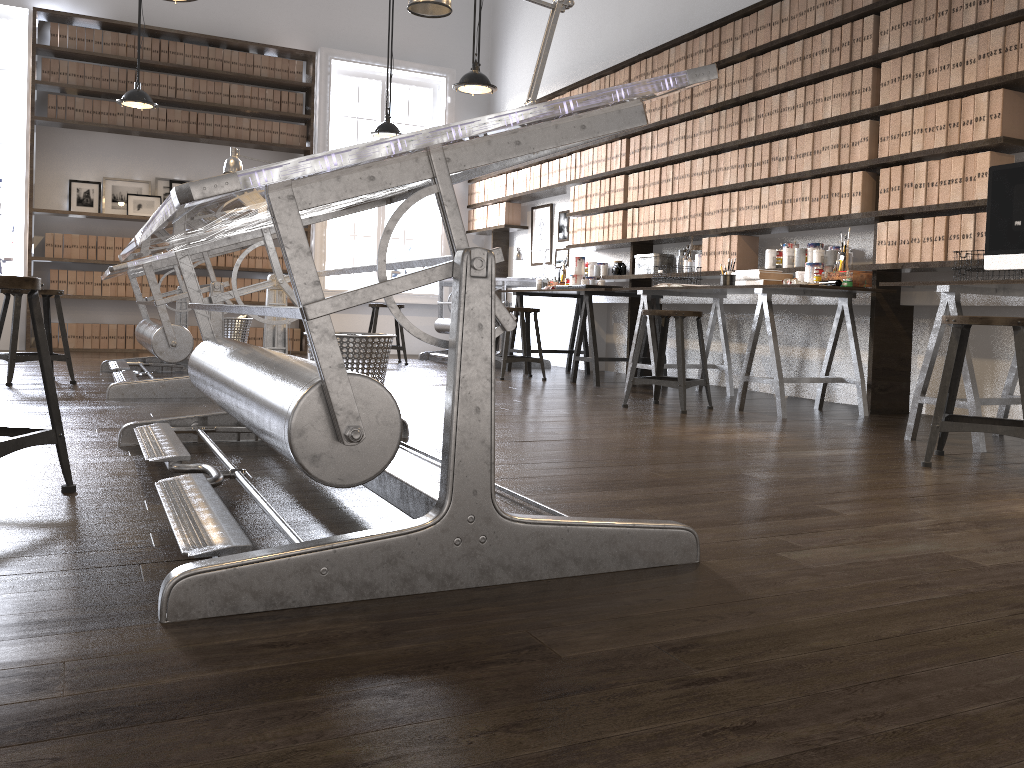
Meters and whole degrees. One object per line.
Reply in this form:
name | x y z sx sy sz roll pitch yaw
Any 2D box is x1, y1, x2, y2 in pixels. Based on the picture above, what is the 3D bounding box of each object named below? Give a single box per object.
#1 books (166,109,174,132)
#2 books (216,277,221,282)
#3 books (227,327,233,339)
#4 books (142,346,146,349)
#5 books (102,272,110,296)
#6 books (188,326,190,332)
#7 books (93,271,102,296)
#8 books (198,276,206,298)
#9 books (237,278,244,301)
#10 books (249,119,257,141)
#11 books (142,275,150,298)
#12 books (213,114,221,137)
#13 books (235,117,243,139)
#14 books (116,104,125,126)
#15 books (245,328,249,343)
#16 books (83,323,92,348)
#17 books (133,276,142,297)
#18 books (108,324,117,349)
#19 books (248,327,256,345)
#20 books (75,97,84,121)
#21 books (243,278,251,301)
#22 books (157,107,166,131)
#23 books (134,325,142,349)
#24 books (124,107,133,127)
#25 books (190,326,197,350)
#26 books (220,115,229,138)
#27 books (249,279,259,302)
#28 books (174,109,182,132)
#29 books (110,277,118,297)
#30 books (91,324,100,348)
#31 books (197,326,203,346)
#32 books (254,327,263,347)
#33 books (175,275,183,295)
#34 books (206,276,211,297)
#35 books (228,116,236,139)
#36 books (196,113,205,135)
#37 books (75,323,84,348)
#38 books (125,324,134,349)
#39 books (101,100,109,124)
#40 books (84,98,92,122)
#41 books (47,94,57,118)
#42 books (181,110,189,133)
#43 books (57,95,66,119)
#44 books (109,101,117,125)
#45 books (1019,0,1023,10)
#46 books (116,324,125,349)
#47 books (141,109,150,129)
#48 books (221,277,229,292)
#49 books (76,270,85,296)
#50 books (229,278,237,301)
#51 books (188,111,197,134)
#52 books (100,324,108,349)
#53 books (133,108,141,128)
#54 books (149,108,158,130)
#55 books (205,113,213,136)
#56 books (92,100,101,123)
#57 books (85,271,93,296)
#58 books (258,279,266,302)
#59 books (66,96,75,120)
books | -3.236 -2.472 8.370 0.067 0.225 0.175 1 3 -26
books | -2.877 -0.927 8.613 0.067 0.225 0.175 1 3 -26
books | -2.767 -0.447 8.691 0.066 0.225 0.175 1 3 -26
books | -3.457 -0.444 8.357 0.066 0.225 0.175 1 3 -26
books | -3.755 -0.923 8.190 0.066 0.225 0.175 1 3 -26
books | -3.138 -0.445 8.511 0.066 0.225 0.175 1 3 -26
books | -3.819 -0.923 8.157 0.067 0.225 0.175 1 3 -26
books | -3.003 -0.927 8.557 0.066 0.225 0.175 1 3 -26
books | -2.687 -0.928 8.713 0.066 0.225 0.175 1 3 -26
books | -2.553 -2.475 8.704 0.067 0.225 0.175 1 3 -26
books | -3.450 -0.925 8.337 0.066 0.225 0.175 1 3 -26
books | -2.862 -2.474 8.559 0.066 0.225 0.175 1 3 -26
books | -2.677 -2.475 8.648 0.066 0.225 0.175 1 3 -26
books | -3.622 -2.470 8.187 0.066 0.225 0.175 1 3 -26
books | -2.649 -0.447 8.745 0.067 0.225 0.175 1 3 -26
books | -3.901 -0.442 8.137 0.067 0.225 0.175 1 3 -26
books | -3.515 -0.925 8.310 0.066 0.225 0.175 1 3 -26
books | -3.713 -0.443 8.230 0.066 0.225 0.175 1 3 -26
books | -2.591 -0.448 8.779 0.066 0.225 0.175 1 3 -26
books | -3.926 -2.469 8.038 0.066 0.225 0.175 1 3 -26
books | -2.623 -0.928 8.742 0.066 0.225 0.175 1 3 -26
books | -3.301 -2.472 8.339 0.066 0.225 0.175 1 3 -26
books | -3.517 -0.444 8.330 0.066 0.225 0.175 1 3 -26
books | -3.556 -2.471 8.217 0.067 0.225 0.175 1 3 -26
books | -3.082 -0.446 8.540 0.066 0.225 0.175 1 3 -26
books | -2.798 -2.474 8.590 0.066 0.225 0.175 1 3 -26
books | -2.559 -0.928 8.769 0.067 0.225 0.175 1 3 -26
books | -3.181 -2.473 8.402 0.066 0.225 0.175 1 3 -26
books | -3.699 -0.924 8.219 0.066 0.225 0.175 1 3 -26
books | -3.843 -0.443 8.172 0.066 0.225 0.175 1 3 -26
books | -3.020 -0.446 8.565 0.067 0.225 0.175 1 3 -26
books | -2.527 -0.448 8.810 0.066 0.225 0.175 1 3 -26
books | -3.192 -0.926 8.460 0.066 0.225 0.175 1 3 -26
books | -2.936 -0.927 8.589 0.066 0.225 0.175 1 3 -26
books | -2.735 -2.474 8.614 0.067 0.225 0.175 1 3 -26
books | -2.989 -2.473 8.498 0.066 0.225 0.175 1 3 -26
books | -3.963 -0.442 8.112 0.066 0.225 0.175 1 3 -26
books | -3.582 -0.443 8.293 0.067 0.225 0.175 1 3 -26
books | -3.737 -2.470 8.127 0.067 0.225 0.175 1 3 -26
books | -3.864 -2.470 8.072 0.066 0.225 0.175 1 3 -26
books | -4.126 -2.469 7.946 0.066 0.225 0.175 1 3 -26
books | -3.124 -2.473 8.433 0.066 0.225 0.175 1 3 -26
books | -4.057 -2.469 7.973 0.067 0.225 0.175 1 3 -26
books | -3.679 -2.470 8.161 0.066 0.225 0.175 1 3 -26
books | 2.345 -1.759 3.937 0.174 0.225 0.067 1 2 -26
books | -3.652 -0.444 8.265 0.066 0.225 0.175 1 3 -26
books | -3.433 -2.472 8.283 0.066 0.225 0.175 1 3 -26
books | -2.812 -0.927 8.644 0.066 0.225 0.175 1 3 -26
books | -3.948 -0.923 8.101 0.066 0.225 0.175 1 3 -26
books | -2.748 -0.928 8.679 0.066 0.225 0.175 1 3 -26
books | -3.054 -2.473 8.460 0.067 0.225 0.175 1 3 -26
books | -3.779 -0.443 8.203 0.066 0.225 0.175 1 3 -26
books | -3.494 -2.471 8.251 0.066 0.225 0.175 1 3 -26
books | -3.368 -2.472 8.310 0.066 0.225 0.175 1 3 -26
books | -2.923 -2.473 8.525 0.066 0.225 0.175 1 3 -26
books | -3.800 -2.470 8.103 0.066 0.225 0.175 1 3 -26
books | -3.884 -0.923 8.129 0.066 0.225 0.175 1 3 -26
books | -2.494 -0.929 8.802 0.066 0.225 0.175 1 3 -26
books | -3.992 -2.469 8.011 0.066 0.225 0.175 1 3 -26
